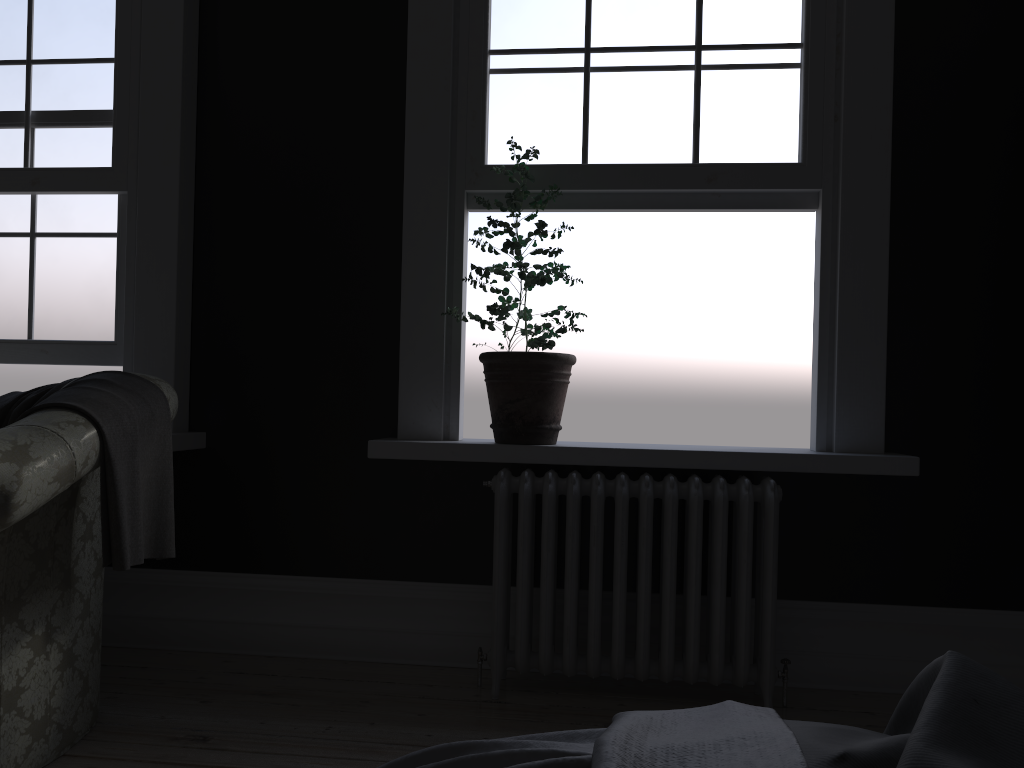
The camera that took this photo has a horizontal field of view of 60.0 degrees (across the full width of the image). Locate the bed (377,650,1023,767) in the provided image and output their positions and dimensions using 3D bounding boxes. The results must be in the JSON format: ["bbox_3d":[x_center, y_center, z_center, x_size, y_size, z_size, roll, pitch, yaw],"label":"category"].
[{"bbox_3d":[0.816,0.442,0.341,3.283,1.298,2.766,2,-1,-5],"label":"bed"}]

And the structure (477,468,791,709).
[{"bbox_3d":[0.443,0.747,3.254,1.141,0.848,0.276,1,0,7],"label":"structure"}]

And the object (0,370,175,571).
[{"bbox_3d":[-1.466,0.249,2.918,0.517,0.585,1.367,2,-1,-34],"label":"object"}]

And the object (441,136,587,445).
[{"bbox_3d":[0.043,-0.339,3.371,0.505,1.134,0.474,2,0,-43],"label":"object"}]

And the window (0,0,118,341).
[{"bbox_3d":[-2.253,-1.001,3.790,1.263,1.671,0.056,1,0,7],"label":"window"}]

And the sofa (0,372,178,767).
[{"bbox_3d":[-2.440,0.512,2.928,2.813,1.160,1.606,1,-1,8],"label":"sofa"}]

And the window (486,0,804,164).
[{"bbox_3d":[0.510,-1.267,3.470,1.263,1.017,0.056,1,0,7],"label":"window"}]
